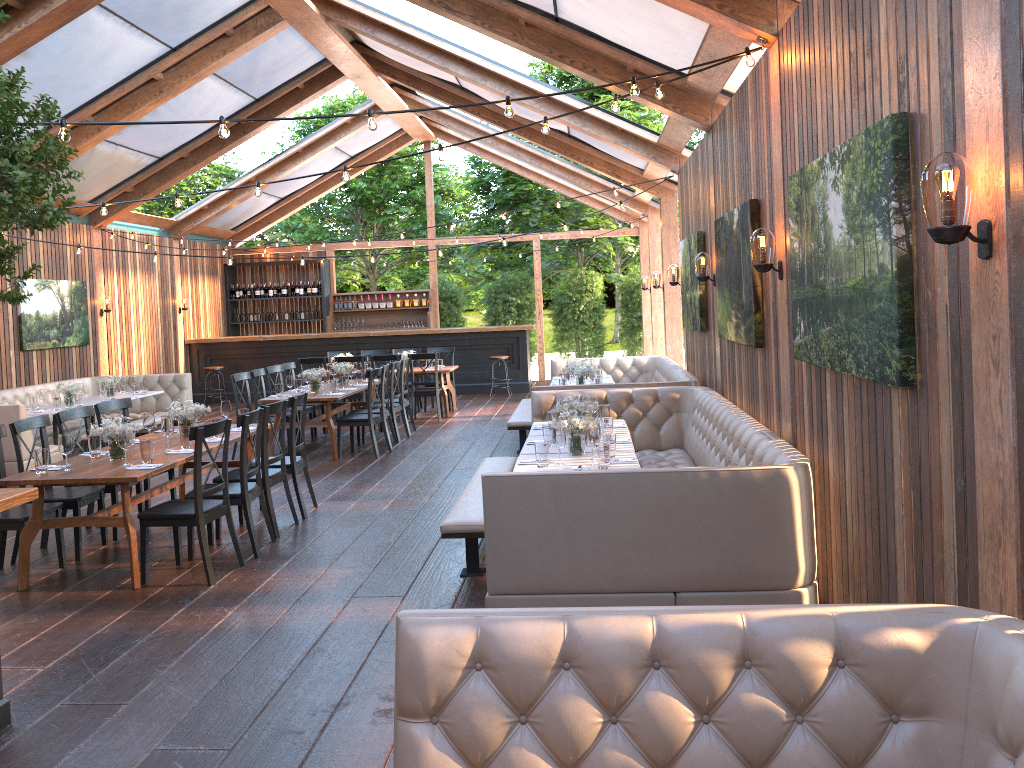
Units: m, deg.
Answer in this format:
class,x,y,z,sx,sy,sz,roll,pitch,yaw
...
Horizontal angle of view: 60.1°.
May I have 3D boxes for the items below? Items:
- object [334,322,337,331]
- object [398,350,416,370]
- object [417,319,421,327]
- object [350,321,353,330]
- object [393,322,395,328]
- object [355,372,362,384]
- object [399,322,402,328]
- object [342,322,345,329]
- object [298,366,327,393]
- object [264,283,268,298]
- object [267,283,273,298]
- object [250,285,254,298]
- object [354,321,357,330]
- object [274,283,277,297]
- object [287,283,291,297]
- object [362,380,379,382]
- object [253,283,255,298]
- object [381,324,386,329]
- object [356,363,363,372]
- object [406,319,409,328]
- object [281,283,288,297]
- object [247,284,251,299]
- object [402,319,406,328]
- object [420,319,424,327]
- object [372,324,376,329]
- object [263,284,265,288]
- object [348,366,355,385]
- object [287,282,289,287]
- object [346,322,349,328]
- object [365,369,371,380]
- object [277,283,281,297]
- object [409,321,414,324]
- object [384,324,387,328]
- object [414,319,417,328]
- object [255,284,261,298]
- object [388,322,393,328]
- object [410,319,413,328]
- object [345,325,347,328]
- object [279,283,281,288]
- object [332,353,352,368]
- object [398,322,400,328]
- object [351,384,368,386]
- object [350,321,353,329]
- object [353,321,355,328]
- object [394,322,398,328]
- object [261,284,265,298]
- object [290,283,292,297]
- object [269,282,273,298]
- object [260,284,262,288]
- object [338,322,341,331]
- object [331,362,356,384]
class,x,y,z,sx,sy,sz,roll,pitch,yaw
object,-3.816,-1.243,19.116,0.070,0.185,0.070,-2,2,9
object,-1.653,-0.386,14.072,0.336,0.309,0.330,0,4,38
object,-1.988,-1.306,18.961,0.073,0.181,0.073,-3,2,-21
object,-3.468,-1.254,19.072,0.070,0.185,0.070,-2,2,9
object,-2.551,-1.288,19.302,0.097,0.134,0.097,-3,3,-9
object,-2.017,-0.075,11.678,0.092,0.158,0.092,-1,3,31
object,-2.396,-1.282,19.172,0.097,0.134,0.097,-3,3,-9
object,-3.634,-1.249,19.095,0.070,0.185,0.070,-2,2,9
object,-2.420,-0.053,10.810,0.329,0.309,0.337,0,5,39
object,-5.337,-2.032,19.202,0.081,0.323,0.081,-3,2,-17
object,-5.289,-2.039,19.321,0.136,0.315,0.136,-4,2,-33
object,-5.644,-2.010,19.226,0.075,0.302,0.075,-2,2,22
object,-3.372,-1.259,19.078,0.070,0.185,0.070,-2,2,9
object,-5.139,-2.036,19.230,0.078,0.312,0.078,-2,2,0
object,-4.828,-2.040,19.178,0.075,0.302,0.075,-3,2,-12
object,-1.959,-0.047,12.106,0.255,0.019,0.158,-2,5,5
object,-5.635,-2.038,19.370,0.087,0.334,0.087,-3,2,-15
object,-2.784,-1.251,19.207,0.124,0.096,0.124,-1,4,16
object,-2.104,-0.162,12.205,0.092,0.244,0.092,-4,3,-43
object,-2.233,-1.295,18.956,0.073,0.181,0.073,-3,2,-21
object,-4.937,-2.044,19.217,0.136,0.315,0.136,-4,2,-33
object,-5.722,-2.015,19.275,0.078,0.312,0.078,-2,2,0
object,-2.312,-1.293,18.972,0.073,0.181,0.073,-3,2,-21
object,-1.920,-1.306,18.927,0.073,0.181,0.073,-3,2,-21
object,-3.010,-1.255,19.350,0.124,0.096,0.124,-1,4,16
object,-5.416,-2.031,19.358,0.075,0.302,0.075,-2,2,22
object,-2.111,-0.108,11.620,0.092,0.244,0.092,-4,3,-43
object,-4.885,-2.064,19.343,0.081,0.323,0.081,-3,2,-17
object,-3.545,-1.254,19.107,0.070,0.185,0.070,-2,2,9
object,-1.987,-0.129,12.258,0.092,0.158,0.092,-1,3,31
object,-5.053,-2.034,19.177,0.077,0.308,0.077,-3,2,-17
object,-2.171,-1.289,19.141,0.097,0.134,0.097,-3,3,-9
object,-2.795,-1.265,19.361,0.124,0.096,0.124,-1,4,16
object,-2.069,-1.301,18.951,0.073,0.181,0.073,-3,2,-21
object,-5.534,-2.025,19.282,0.136,0.315,0.136,-4,2,-33
object,-2.630,-1.273,19.181,0.097,0.134,0.097,-3,3,-9
object,-2.150,-1.299,18.958,0.073,0.181,0.073,-3,2,-21
object,-3.577,-1.260,19.187,0.070,0.185,0.070,-2,2,9
object,-5.073,-2.045,19.293,0.078,0.312,0.078,-2,2,0
object,-2.699,-0.351,14.180,0.337,0.309,0.329,-4,4,-30
object,-2.436,-1.290,19.277,0.097,0.134,0.097,-3,3,-9
object,-1.978,0.008,11.518,0.255,0.019,0.158,-2,5,5
object,-3.482,-1.263,19.177,0.070,0.185,0.070,-2,2,9
object,-3.400,-1.266,19.164,0.070,0.185,0.070,-2,2,9
object,-2.509,-1.277,19.164,0.097,0.134,0.097,-3,3,-9
object,-5.424,-2.022,19.237,0.077,0.306,0.077,-2,2,21
object,-4.822,-2.052,19.281,0.077,0.306,0.077,-2,2,21
object,-5.235,-2.040,19.199,0.087,0.334,0.087,-3,2,-15
object,-5.509,-2.043,19.405,0.081,0.323,0.081,-3,2,-17
object,-3.731,-1.246,19.102,0.070,0.185,0.070,-2,2,9
object,-2.281,-0.155,11.853,0.329,0.309,0.336,-4,4,-28
